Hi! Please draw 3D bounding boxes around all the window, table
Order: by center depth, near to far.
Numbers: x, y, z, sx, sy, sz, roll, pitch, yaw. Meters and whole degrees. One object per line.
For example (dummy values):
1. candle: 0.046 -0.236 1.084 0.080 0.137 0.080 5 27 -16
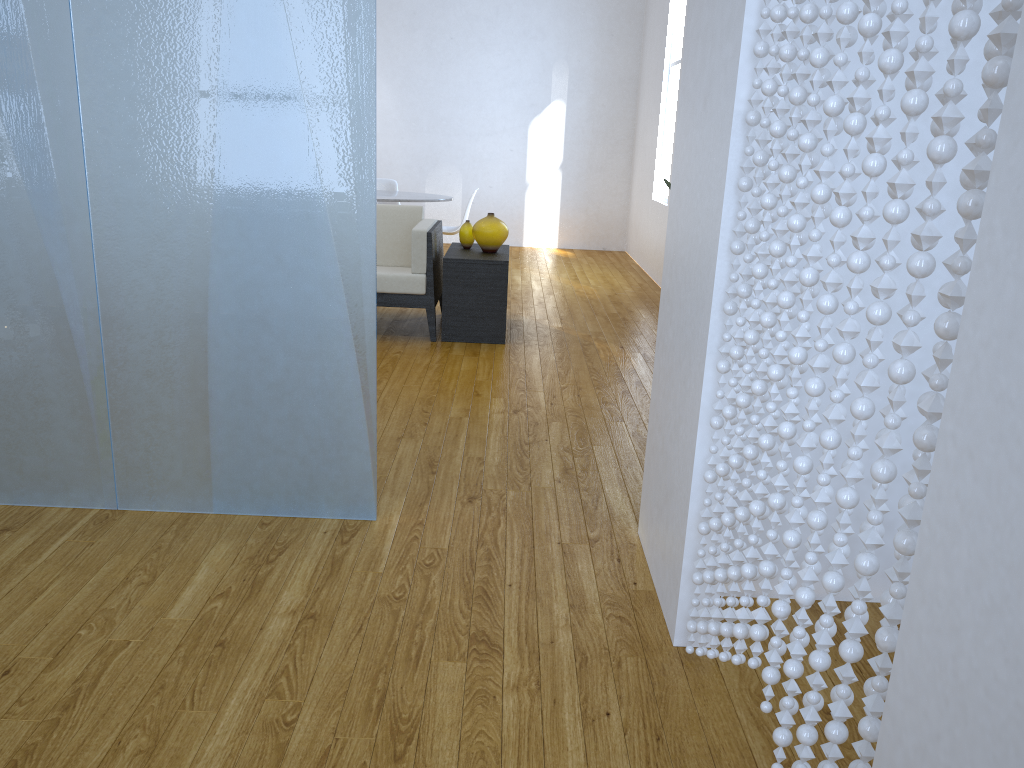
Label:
1. table: -1.409 -1.142 6.745 1.910 0.628 1.061 2 16 -1
2. window: 1.328 -2.499 6.887 0.074 2.148 0.767 2 17 -1

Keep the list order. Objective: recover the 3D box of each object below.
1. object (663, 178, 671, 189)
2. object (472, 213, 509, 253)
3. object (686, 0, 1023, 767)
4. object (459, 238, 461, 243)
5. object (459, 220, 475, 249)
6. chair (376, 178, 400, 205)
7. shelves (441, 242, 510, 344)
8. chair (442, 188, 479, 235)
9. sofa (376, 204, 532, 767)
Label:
1. object: 0.973 -0.533 4.302 0.379 0.989 0.480 -6 19 -27
2. object: -0.122 -0.854 4.999 0.206 0.217 0.206 16 21 39
3. object: 0.446 -0.255 1.235 0.051 2.034 0.915 2 17 -1
4. object: -0.279 -0.887 5.299 0.071 0.105 0.070 11 18 25
5. object: -0.257 -0.861 5.106 0.095 0.162 0.095 17 22 39
6. chair: -1.097 -1.493 7.260 0.405 0.355 0.415 3 16 2
7. shelves: -0.200 -0.539 5.109 0.349 0.455 0.723 2 16 -1
8. chair: -0.467 -1.307 6.698 0.419 0.355 0.402 3 16 1
9. sofa: -1.488 -0.508 4.399 5.337 0.685 9.639 3 16 -1
